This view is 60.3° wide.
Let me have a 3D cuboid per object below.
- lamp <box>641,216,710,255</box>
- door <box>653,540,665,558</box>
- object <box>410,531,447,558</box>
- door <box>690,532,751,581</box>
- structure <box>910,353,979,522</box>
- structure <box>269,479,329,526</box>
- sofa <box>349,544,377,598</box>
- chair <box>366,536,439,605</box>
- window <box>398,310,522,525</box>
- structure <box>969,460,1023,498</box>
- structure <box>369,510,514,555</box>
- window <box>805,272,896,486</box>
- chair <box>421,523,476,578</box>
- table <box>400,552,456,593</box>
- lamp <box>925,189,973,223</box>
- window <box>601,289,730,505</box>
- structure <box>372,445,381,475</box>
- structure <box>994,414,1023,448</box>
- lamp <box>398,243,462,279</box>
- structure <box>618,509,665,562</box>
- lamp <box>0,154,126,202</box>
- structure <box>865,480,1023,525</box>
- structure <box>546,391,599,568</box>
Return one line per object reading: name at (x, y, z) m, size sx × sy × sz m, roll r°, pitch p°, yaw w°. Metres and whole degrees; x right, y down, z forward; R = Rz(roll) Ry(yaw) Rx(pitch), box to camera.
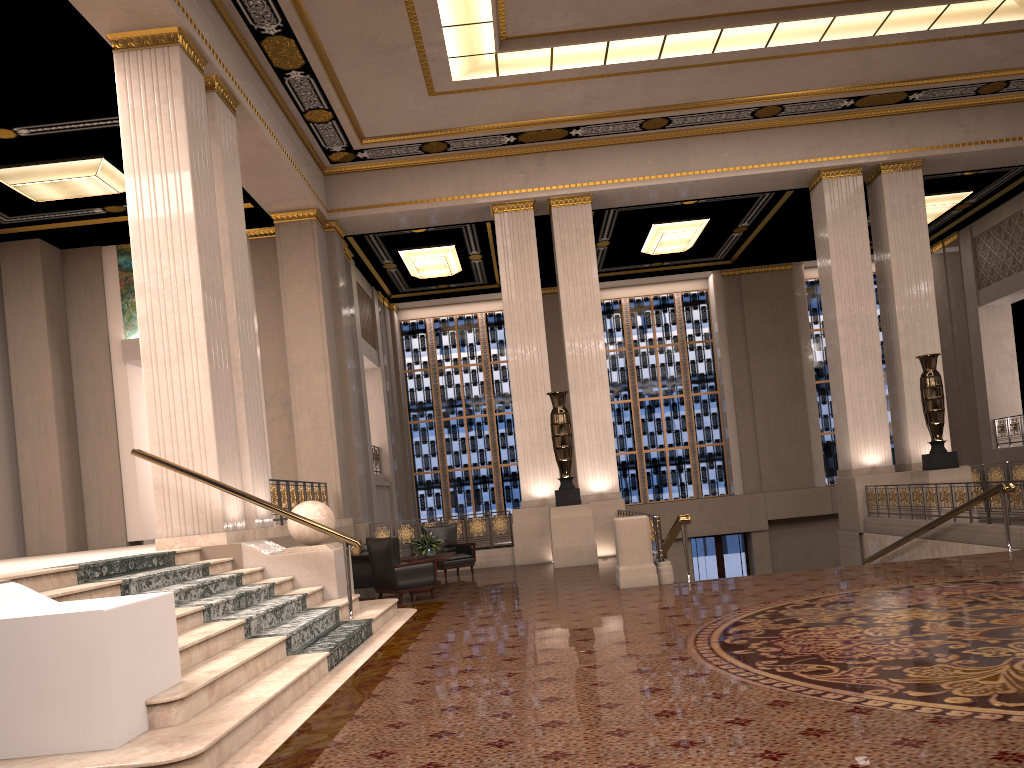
lamp at (3.494, -3.145, 19.041) m, size 1.167 × 0.213 × 2.031 m, roll -6°, pitch -7°, yaw 1°
door at (3.232, 5.331, 22.267) m, size 1.492 × 2.718 × 0.155 m, roll -6°, pitch -1°, yaw 1°
object at (-1.203, 2.275, 12.538) m, size 0.505 × 0.375 × 0.524 m, roll -9°, pitch -6°, yaw 33°
door at (5.310, 5.123, 22.222) m, size 1.492 × 2.718 × 0.155 m, roll -6°, pitch -1°, yaw 1°
structure at (6.781, 0.926, 14.057) m, size 0.700 × 2.783 × 0.702 m, roll -6°, pitch -1°, yaw 1°
structure at (-3.099, 1.714, 12.774) m, size 0.032 × 0.621 × 3.720 m, roll -6°, pitch -7°, yaw 1°
sofa at (-2.187, 2.664, 12.674) m, size 0.875 × 0.703 × 1.936 m, roll -6°, pitch -7°, yaw 1°
chair at (-1.379, 2.308, 11.054) m, size 0.715 × 0.842 × 0.653 m, roll -3°, pitch -4°, yaw -39°
window at (-1.219, 0.869, 22.900) m, size 2.988 × 5.348 × 0.069 m, roll -6°, pitch -1°, yaw 1°
structure at (9.133, 1.638, 15.389) m, size 2.535 × 0.653 × 0.032 m, roll -6°, pitch -1°, yaw 1°
structure at (-1.258, 2.681, 15.617) m, size 2.535 × 0.653 × 0.032 m, roll -6°, pitch -1°, yaw 1°
window at (9.111, -0.168, 22.673) m, size 2.988 × 5.348 × 0.069 m, roll -6°, pitch -1°, yaw 1°
chair at (-1.022, 2.700, 14.328) m, size 0.645 × 0.842 × 0.723 m, roll -3°, pitch -4°, yaw -34°
table at (-1.260, 2.705, 12.648) m, size 0.839 × 0.433 × 1.486 m, roll -6°, pitch -7°, yaw 1°
lamp at (8.818, -3.679, 18.924) m, size 1.167 × 0.213 × 2.031 m, roll -6°, pitch -7°, yaw 1°
window at (3.858, 0.359, 22.789) m, size 2.988 × 5.348 × 0.069 m, roll -6°, pitch -1°, yaw 1°
structure at (-3.078, 1.651, 19.246) m, size 0.031 × 0.664 × 2.170 m, roll -6°, pitch -7°, yaw 1°
structure at (10.963, 0.989, 18.927) m, size 0.031 × 0.664 × 2.170 m, roll -6°, pitch -7°, yaw 1°
lamp at (-1.739, -2.620, 19.156) m, size 1.167 × 0.213 × 2.031 m, roll -6°, pitch -7°, yaw 1°
structure at (1.792, 2.107, 12.657) m, size 0.079 × 0.534 × 4.971 m, roll -6°, pitch -7°, yaw 1°
lamp at (-6.562, -2.960, 12.940) m, size 1.716 × 0.213 × 1.176 m, roll -6°, pitch -7°, yaw 1°
structure at (6.003, 1.684, 12.565) m, size 0.079 × 0.534 × 4.972 m, roll -6°, pitch -7°, yaw 0°
structure at (0.881, 1.518, 14.187) m, size 0.700 × 2.783 × 0.702 m, roll -6°, pitch -1°, yaw 1°
